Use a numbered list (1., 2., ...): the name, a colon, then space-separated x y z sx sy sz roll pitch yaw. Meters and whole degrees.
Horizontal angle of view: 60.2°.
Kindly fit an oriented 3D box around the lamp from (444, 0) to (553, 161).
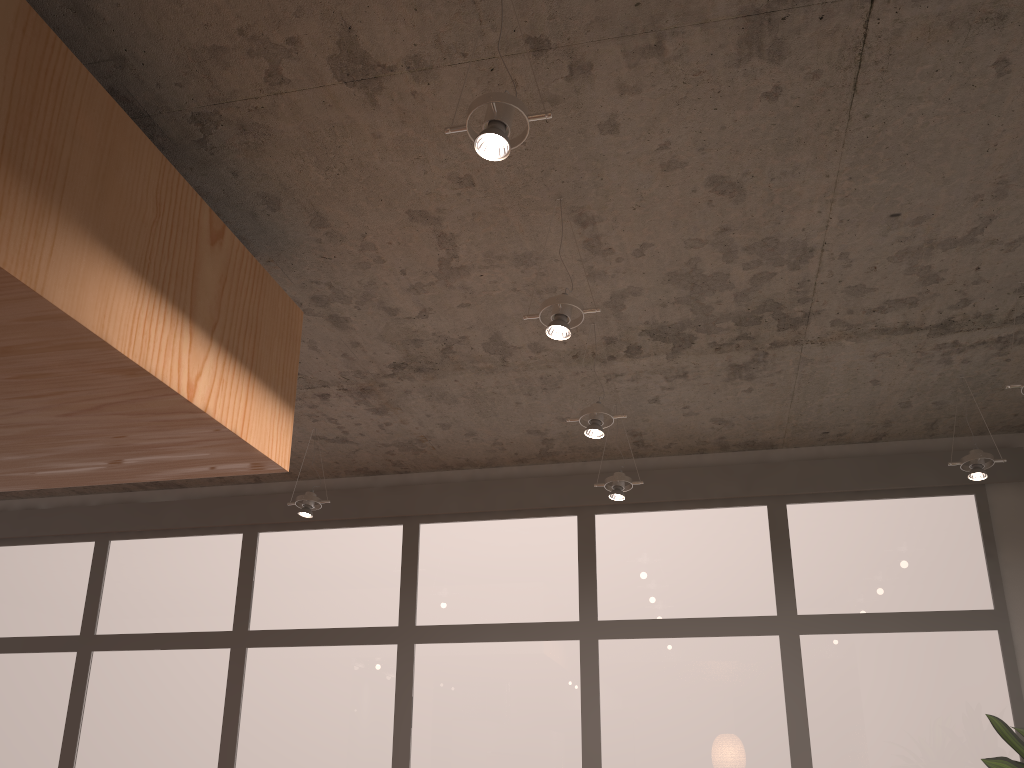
1. lamp: -0.028 -0.696 1.889 0.199 0.468 0.138 8 -21 -19

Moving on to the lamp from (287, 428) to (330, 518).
1. lamp: -1.019 0.443 4.483 0.199 0.468 0.138 8 -21 -19

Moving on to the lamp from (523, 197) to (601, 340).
1. lamp: 0.147 -0.360 2.645 0.199 0.468 0.138 8 -21 -19

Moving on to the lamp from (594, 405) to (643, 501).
1. lamp: 0.496 0.312 4.157 0.199 0.468 0.138 8 -21 -19

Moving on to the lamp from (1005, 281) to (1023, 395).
1. lamp: 1.817 -0.153 3.079 0.199 0.468 0.138 8 -21 -19

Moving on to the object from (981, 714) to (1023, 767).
1. object: 2.372 2.118 3.155 1.092 2.040 0.986 -11 -24 29

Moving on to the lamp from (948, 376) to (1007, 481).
1. lamp: 1.992 0.183 3.835 0.199 0.468 0.138 8 -21 -19

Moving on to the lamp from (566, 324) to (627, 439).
1. lamp: 0.321 -0.024 3.401 0.199 0.468 0.138 8 -21 -19

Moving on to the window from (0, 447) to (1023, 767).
1. window: -1.590 2.191 4.870 8.585 3.181 0.064 -5 -20 12
